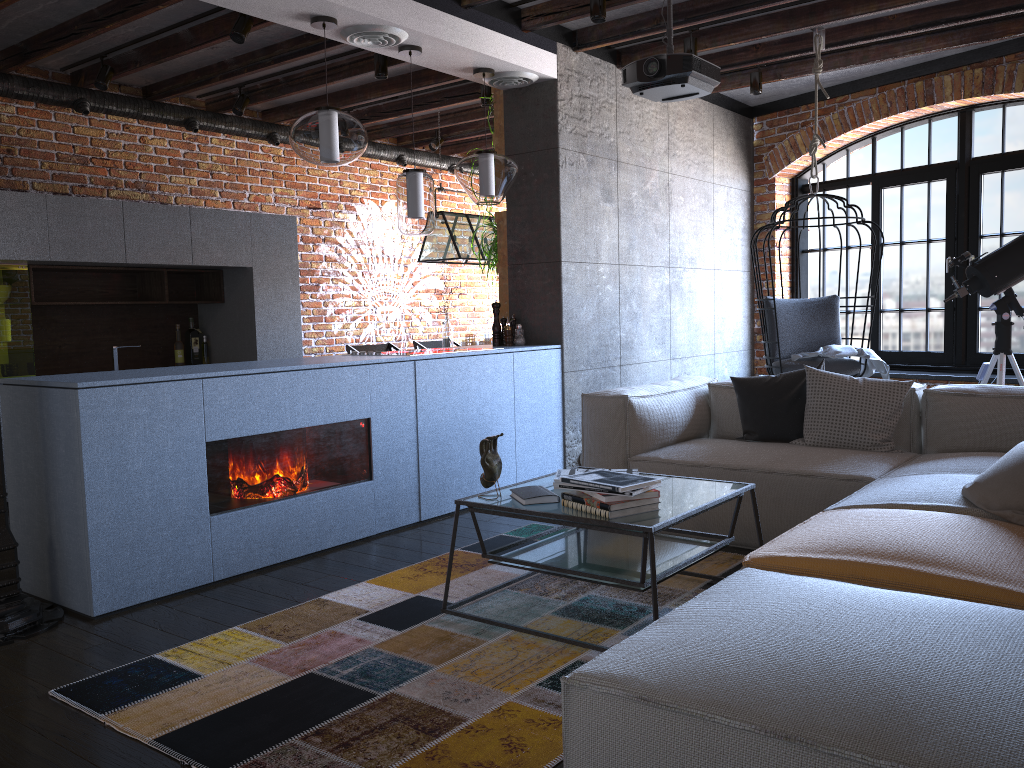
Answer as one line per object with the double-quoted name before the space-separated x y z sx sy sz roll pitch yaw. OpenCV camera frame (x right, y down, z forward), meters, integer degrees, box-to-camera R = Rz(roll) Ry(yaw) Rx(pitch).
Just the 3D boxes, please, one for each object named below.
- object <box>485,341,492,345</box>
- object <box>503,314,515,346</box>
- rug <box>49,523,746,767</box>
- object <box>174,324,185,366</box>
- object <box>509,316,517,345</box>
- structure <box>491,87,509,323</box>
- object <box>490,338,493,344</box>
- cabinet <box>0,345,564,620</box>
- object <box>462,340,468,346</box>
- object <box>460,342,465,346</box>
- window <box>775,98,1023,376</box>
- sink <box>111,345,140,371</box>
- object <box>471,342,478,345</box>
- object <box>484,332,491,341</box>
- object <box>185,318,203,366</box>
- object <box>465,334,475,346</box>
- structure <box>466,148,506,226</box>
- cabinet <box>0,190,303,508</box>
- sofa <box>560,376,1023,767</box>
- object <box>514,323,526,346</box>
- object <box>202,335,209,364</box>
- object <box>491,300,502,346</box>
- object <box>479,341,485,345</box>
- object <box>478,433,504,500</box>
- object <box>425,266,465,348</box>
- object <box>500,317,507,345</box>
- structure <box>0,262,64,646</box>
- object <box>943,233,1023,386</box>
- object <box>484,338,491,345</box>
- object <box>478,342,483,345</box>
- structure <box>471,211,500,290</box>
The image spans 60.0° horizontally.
"object" -0.198 -0.328 7.522 0.060 0.073 0.060 -3 5 -21
"object" -0.013 -0.331 5.443 0.081 0.192 0.058 -3 5 -11
"rug" -0.045 0.798 3.010 1.431 0.013 2.363 2 6 37
"object" -2.444 -0.277 6.508 0.063 0.323 0.063 -2 5 -4
"object" 0.008 -0.331 5.524 0.048 0.180 0.048 0 5 20
"structure" 0.833 -0.871 6.878 0.206 2.383 2.828 2 6 37
"object" -0.157 -0.334 7.420 0.061 0.099 0.061 3 7 44
"cabinet" -0.825 0.291 4.435 0.607 0.844 2.959 2 6 37
"object" -0.393 -0.321 7.416 0.054 0.087 0.054 -3 5 -20
"object" -0.404 -0.320 7.488 0.060 0.073 0.060 -3 5 -21
"window" 3.286 -1.044 6.448 0.177 2.234 3.292 -5 6 -35
"sink" -2.377 -0.134 6.162 0.381 0.287 0.827 2 6 37
"object" -0.313 -0.315 7.403 0.060 0.073 0.060 -3 5 -21
"object" -0.210 -0.404 7.562 0.060 0.073 0.060 0 5 15
"object" -2.362 -0.310 6.604 0.095 0.369 0.109 2 6 37
"object" -0.342 -0.338 7.273 0.086 0.140 0.086 -1 5 10
"structure" -0.046 -1.344 5.952 0.570 0.621 0.422 -1 5 7
"cabinet" -3.135 -0.198 5.268 0.713 1.809 4.172 2 6 37
"sofa" 0.944 0.445 3.085 2.536 0.698 3.299 2 6 37
"object" 0.046 -0.305 5.461 0.069 0.135 0.069 0 5 17
"object" -2.307 -0.249 6.673 0.047 0.235 0.047 1 5 25
"object" -0.096 -0.377 5.489 0.061 0.283 0.061 -5 6 -38
"object" -0.245 -0.308 7.242 0.049 0.080 0.049 0 5 21
"object" -0.069 0.281 3.042 0.093 0.223 0.099 -3 5 -13
"object" -0.523 -0.611 7.174 0.194 0.709 0.443 -5 6 -37
"object" -0.050 -0.332 5.551 0.048 0.180 0.048 -2 5 -2
"structure" 1.957 -0.347 1.715 8.514 2.395 0.481 0 5 18
"object" 2.868 -0.194 5.298 0.616 1.472 0.570 -4 5 -26
"object" -0.201 -0.327 7.348 0.061 0.099 0.061 -3 5 -15
"object" -0.258 -0.320 7.438 0.060 0.073 0.060 -3 5 -21
"structure" 0.020 -0.869 5.995 0.570 0.621 0.422 -5 6 -33
